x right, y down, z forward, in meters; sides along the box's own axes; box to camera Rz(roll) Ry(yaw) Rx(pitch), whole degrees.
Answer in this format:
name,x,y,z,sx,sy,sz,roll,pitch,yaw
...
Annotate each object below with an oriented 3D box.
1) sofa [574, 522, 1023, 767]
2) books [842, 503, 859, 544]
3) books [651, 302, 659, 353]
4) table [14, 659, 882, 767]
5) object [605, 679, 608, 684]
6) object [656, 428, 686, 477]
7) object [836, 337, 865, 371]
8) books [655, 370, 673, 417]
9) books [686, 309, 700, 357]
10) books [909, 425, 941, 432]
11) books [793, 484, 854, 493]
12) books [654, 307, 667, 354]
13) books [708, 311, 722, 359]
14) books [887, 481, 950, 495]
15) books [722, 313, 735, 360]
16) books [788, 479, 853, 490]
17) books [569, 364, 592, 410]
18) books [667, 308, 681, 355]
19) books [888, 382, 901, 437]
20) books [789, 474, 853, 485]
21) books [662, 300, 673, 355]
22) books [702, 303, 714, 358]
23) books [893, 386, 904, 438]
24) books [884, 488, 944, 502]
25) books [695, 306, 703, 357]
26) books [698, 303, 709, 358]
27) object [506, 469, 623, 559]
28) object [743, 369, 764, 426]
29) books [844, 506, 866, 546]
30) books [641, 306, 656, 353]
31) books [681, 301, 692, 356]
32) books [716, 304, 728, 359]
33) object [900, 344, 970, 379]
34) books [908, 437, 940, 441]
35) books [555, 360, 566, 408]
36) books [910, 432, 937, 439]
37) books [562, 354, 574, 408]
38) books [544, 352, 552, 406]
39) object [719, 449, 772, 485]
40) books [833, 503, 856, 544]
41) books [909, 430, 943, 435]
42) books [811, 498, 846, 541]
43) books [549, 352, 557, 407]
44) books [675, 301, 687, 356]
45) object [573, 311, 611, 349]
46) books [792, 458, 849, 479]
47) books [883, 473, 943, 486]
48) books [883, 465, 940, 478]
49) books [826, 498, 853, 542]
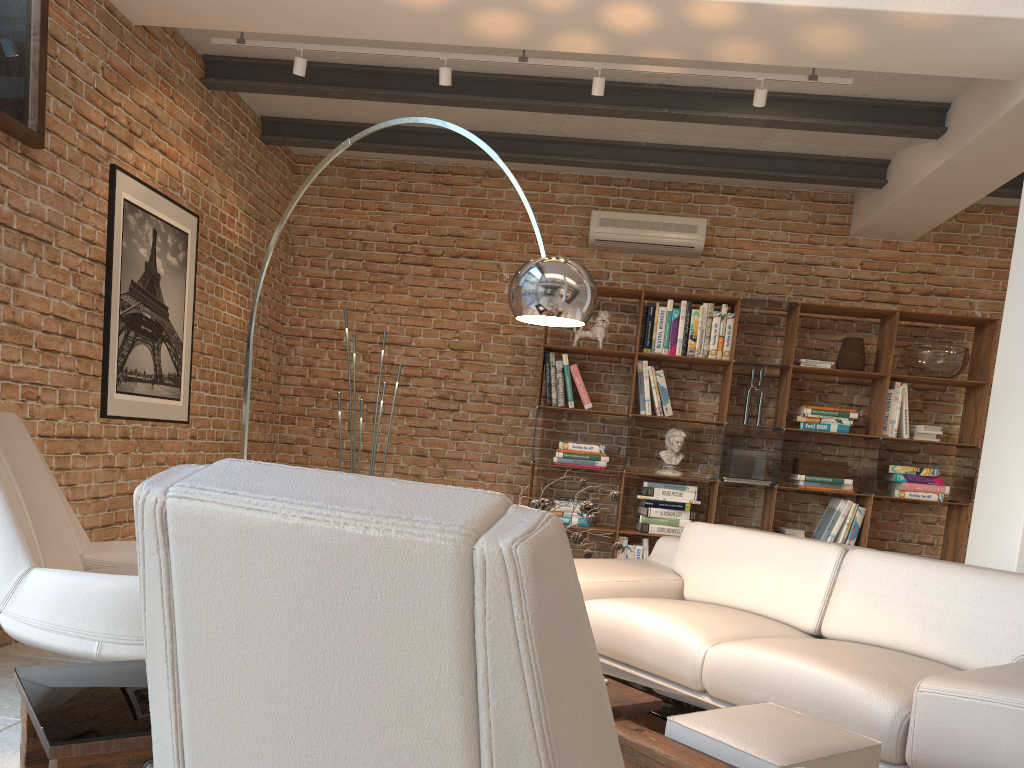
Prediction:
name,x,y,z,sx,sy,sz,roll,pitch,yaw
sofa,1.160,1.025,3.511,1.151,0.761,2.304,6,-3,-36
books,2.378,1.023,6.261,0.098,0.358,0.269,6,3,5
books,1.010,-0.377,6.215,0.021,0.362,0.269,6,3,5
table,-0.337,0.987,2.615,1.983,0.432,2.181,8,-4,-35
object,0.163,0.830,2.432,0.273,0.035,0.246,7,-4,-24
object,1.152,0.488,6.278,0.195,0.354,0.193,7,4,20
object,2.360,-0.198,6.060,0.195,0.235,0.190,4,3,-38
books,1.078,0.075,6.244,0.158,0.332,0.252,6,3,5
books,1.268,-0.342,6.175,0.055,0.333,0.252,6,3,5
books,2.896,0.313,6.124,0.133,0.034,0.204,6,-4,-5
books,2.219,0.748,6.236,0.355,0.021,0.271,5,-4,3
books,1.046,-0.361,6.197,0.055,0.333,0.252,6,3,5
books,1.419,-0.328,6.175,0.055,0.333,0.252,6,3,5
books,2.879,0.735,6.182,0.326,0.056,0.253,5,-3,-1
books,1.517,-0.318,6.190,0.055,0.333,0.252,6,3,5
books,2.209,0.719,6.248,0.380,0.037,0.243,5,-4,-1
books,0.498,0.029,6.308,0.194,0.322,0.252,6,2,4
books,1.140,-0.351,6.209,0.055,0.333,0.252,6,3,5
books,2.647,0.187,6.132,0.036,0.387,0.241,6,4,5
books,2.195,0.679,6.211,0.379,0.037,0.243,5,-4,3
books,1.095,-0.384,6.195,0.036,0.387,0.241,6,4,5
books,1.376,-0.359,6.180,0.036,0.387,0.241,6,4,5
books,2.675,0.204,6.141,0.021,0.362,0.269,6,3,5
books,2.848,0.789,6.190,0.326,0.056,0.254,5,-4,7
books,1.309,-0.351,6.186,0.021,0.362,0.269,6,3,5
books,1.340,-0.361,6.196,0.036,0.387,0.241,6,4,5
object,0.094,0.555,2.689,0.545,0.613,0.311,4,4,-25
object,1.711,0.096,6.148,0.121,0.403,0.061,6,6,7
books,2.419,1.034,6.244,0.116,0.337,0.252,6,3,5
books,0.970,-0.367,6.220,0.055,0.333,0.252,6,3,5
books,1.226,-0.372,6.190,0.036,0.387,0.241,6,4,5
books,1.469,-0.351,6.174,0.036,0.387,0.241,6,4,5
object,2.932,-0.139,6.065,0.438,0.221,0.433,7,-3,-44
books,2.898,0.394,6.147,0.170,0.019,0.236,4,-4,12
books,0.352,0.009,6.325,0.102,0.337,0.252,6,3,5
books,2.891,0.366,6.130,0.132,0.034,0.206,4,-4,15
books,0.407,-0.012,6.287,0.121,0.385,0.241,6,4,5
books,0.264,-0.026,6.301,0.091,0.388,0.241,6,4,5
object,1.666,0.590,6.223,0.335,0.235,0.282,5,0,4
books,2.356,1.018,6.253,0.098,0.358,0.269,6,3,5
books,2.902,0.341,6.130,0.170,0.019,0.236,5,-4,7
books,2.264,1.003,6.272,0.163,0.376,0.241,6,3,5
books,0.302,-0.022,6.306,0.091,0.388,0.241,6,4,5
books,1.188,-0.376,6.183,0.036,0.387,0.241,6,4,5
object,0.564,-0.390,6.184,0.251,0.286,0.129,6,5,12
books,2.192,0.600,6.211,0.335,0.120,0.212,5,-1,4
books,2.840,0.676,6.190,0.326,0.056,0.254,5,-3,4
books,2.828,0.618,6.184,0.325,0.056,0.255,4,-4,14
books,2.304,1.004,6.246,0.161,0.376,0.241,6,3,5
